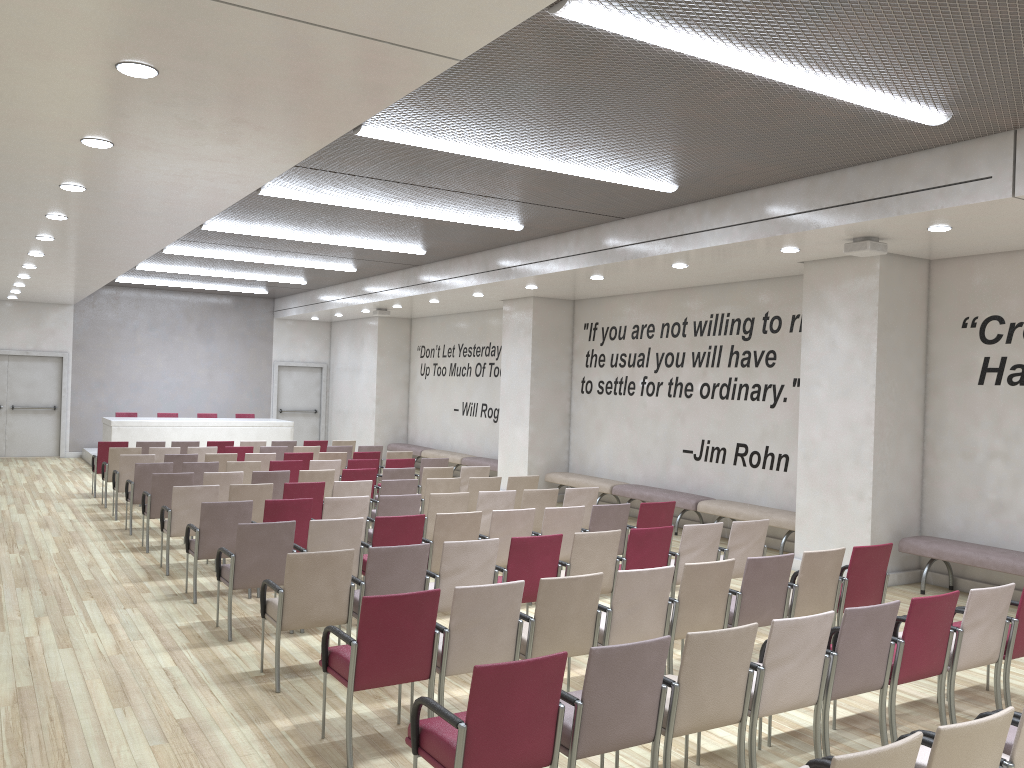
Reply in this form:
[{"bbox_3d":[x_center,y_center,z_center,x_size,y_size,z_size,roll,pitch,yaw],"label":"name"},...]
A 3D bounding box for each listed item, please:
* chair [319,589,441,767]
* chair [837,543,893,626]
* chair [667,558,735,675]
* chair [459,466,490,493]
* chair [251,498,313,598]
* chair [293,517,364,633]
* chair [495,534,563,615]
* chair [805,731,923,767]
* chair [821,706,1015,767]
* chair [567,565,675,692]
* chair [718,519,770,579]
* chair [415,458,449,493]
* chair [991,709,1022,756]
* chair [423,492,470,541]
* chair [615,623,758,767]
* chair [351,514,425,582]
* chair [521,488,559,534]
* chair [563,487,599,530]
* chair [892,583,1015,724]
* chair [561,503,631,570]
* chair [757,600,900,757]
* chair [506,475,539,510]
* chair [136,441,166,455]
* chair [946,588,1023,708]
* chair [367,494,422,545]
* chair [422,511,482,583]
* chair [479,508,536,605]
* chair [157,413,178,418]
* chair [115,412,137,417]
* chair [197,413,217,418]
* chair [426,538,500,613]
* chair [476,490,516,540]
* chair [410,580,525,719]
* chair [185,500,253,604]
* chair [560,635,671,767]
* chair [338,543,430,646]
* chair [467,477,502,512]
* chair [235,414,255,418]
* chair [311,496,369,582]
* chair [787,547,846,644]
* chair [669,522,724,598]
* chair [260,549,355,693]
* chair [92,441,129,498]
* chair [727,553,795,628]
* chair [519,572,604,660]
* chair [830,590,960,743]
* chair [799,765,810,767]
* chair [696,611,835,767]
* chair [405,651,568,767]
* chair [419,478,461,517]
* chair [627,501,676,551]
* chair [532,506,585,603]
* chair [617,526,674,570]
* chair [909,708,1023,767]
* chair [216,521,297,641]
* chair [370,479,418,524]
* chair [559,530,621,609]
[{"bbox_3d":[-0.739,1.528,4.878,0.513,0.890,0.640,2,0,-32],"label":"chair"},{"bbox_3d":[2.539,1.639,6.870,0.513,0.890,0.640,2,0,-31],"label":"chair"},{"bbox_3d":[1.124,1.591,6.014,0.513,0.890,0.640,2,0,-32],"label":"chair"},{"bbox_3d":[-0.649,1.542,12.129,0.513,0.890,0.640,2,0,-32],"label":"chair"},{"bbox_3d":[-2.192,1.486,8.322,0.513,0.890,0.640,2,0,-32],"label":"chair"},{"bbox_3d":[-1.544,1.505,7.262,0.513,0.890,0.640,2,0,-31],"label":"chair"},{"bbox_3d":[0.028,1.556,6.787,0.513,0.890,0.640,2,0,-30],"label":"chair"},{"bbox_3d":[1.002,1.583,3.063,0.513,0.890,0.640,2,0,-32],"label":"chair"},{"bbox_3d":[1.460,1.598,3.339,0.513,0.890,0.640,2,0,-31],"label":"chair"},{"bbox_3d":[0.673,1.576,5.727,0.513,0.890,0.640,2,0,-30],"label":"chair"},{"bbox_3d":[1.908,1.620,7.926,0.513,0.890,0.640,2,0,-32],"label":"chair"},{"bbox_3d":[-1.284,1.523,13.184,0.513,0.890,0.640,2,0,-32],"label":"chair"},{"bbox_3d":[2.406,1.630,3.905,0.513,0.890,0.640,2,0,-32],"label":"chair"},{"bbox_3d":[-0.787,1.533,9.163,0.513,0.890,0.640,2,0,-31],"label":"chair"},{"bbox_3d":[0.829,1.579,4.396,0.513,0.890,0.640,2,0,-30],"label":"chair"},{"bbox_3d":[-1.078,1.521,7.541,0.513,0.890,0.640,2,0,-31],"label":"chair"},{"bbox_3d":[0.153,1.565,9.746,0.513,0.890,0.640,2,0,-31],"label":"chair"},{"bbox_3d":[0.618,1.580,10.023,0.513,0.890,0.640,2,0,-31],"label":"chair"},{"bbox_3d":[2.706,1.642,5.529,0.513,0.890,0.640,2,0,-31],"label":"chair"},{"bbox_3d":[0.791,1.584,8.697,0.513,0.890,0.640,2,0,-31],"label":"chair"},{"bbox_3d":[1.760,1.610,4.965,0.513,0.890,0.640,2,0,-31],"label":"chair"},{"bbox_3d":[-0.017,1.561,11.085,0.513,0.890,0.640,2,0,-32],"label":"chair"},{"bbox_3d":[-6.014,1.370,14.623,0.513,0.890,0.640,2,0,-31],"label":"chair"},{"bbox_3d":[3.188,1.658,5.817,0.513,0.890,0.640,2,0,-32],"label":"chair"},{"bbox_3d":[-1.247,1.517,8.880,0.513,0.890,0.640,2,0,-31],"label":"chair"},{"bbox_3d":[-0.614,1.537,7.831,0.513,0.890,0.640,2,0,-32],"label":"chair"},{"bbox_3d":[-0.141,1.553,8.131,0.513,0.890,0.640,2,0,-31],"label":"chair"},{"bbox_3d":[-7.585,1.099,19.652,0.513,0.890,0.640,2,0,-32],"label":"chair"},{"bbox_3d":[-8.319,1.074,19.207,0.513,0.890,0.640,2,0,-32],"label":"chair"},{"bbox_3d":[-6.852,1.123,20.097,0.513,0.890,0.640,2,0,-32],"label":"chair"},{"bbox_3d":[-0.445,1.540,6.509,0.513,0.890,0.640,2,0,-31],"label":"chair"},{"bbox_3d":[-0.307,1.549,9.465,0.513,0.890,0.640,2,0,-30],"label":"chair"},{"bbox_3d":[-0.283,1.544,5.158,0.513,0.890,0.640,2,0,-31],"label":"chair"},{"bbox_3d":[-2.659,1.470,8.036,0.513,0.890,0.640,2,0,-31],"label":"chair"},{"bbox_3d":[0.359,1.563,4.120,0.513,0.890,0.640,2,0,-31],"label":"chair"},{"bbox_3d":[-0.917,1.524,6.218,0.513,0.890,0.640,2,0,-31],"label":"chair"},{"bbox_3d":[-0.479,1.545,10.786,0.513,0.890,0.640,2,0,-32],"label":"chair"},{"bbox_3d":[-6.119,1.148,20.542,0.513,0.890,0.640,2,0,-32],"label":"chair"},{"bbox_3d":[-1.719,1.502,8.613,0.513,0.890,0.640,2,0,-31],"label":"chair"},{"bbox_3d":[2.075,1.623,6.595,0.513,0.890,0.640,2,0,-32],"label":"chair"},{"bbox_3d":[1.435,1.604,7.644,0.513,0.890,0.640,2,0,-32],"label":"chair"},{"bbox_3d":[-1.380,1.509,5.930,0.513,0.890,0.640,2,0,-30],"label":"chair"},{"bbox_3d":[-6.493,1.353,14.331,0.513,0.890,0.640,2,0,-31],"label":"chair"},{"bbox_3d":[1.608,1.607,6.296,0.513,0.890,0.640,2,0,-31],"label":"chair"},{"bbox_3d":[0.194,1.560,5.443,0.513,0.890,0.640,2,0,-31],"label":"chair"},{"bbox_3d":[2.230,1.626,5.254,0.513,0.890,0.640,2,0,-32],"label":"chair"},{"bbox_3d":[0.530,1.567,2.771,0.513,0.890,0.640,2,0,-31],"label":"chair"},{"bbox_3d":[1.299,1.595,4.681,0.513,0.890,0.640,2,0,-31],"label":"chair"},{"bbox_3d":[-0.124,1.547,3.827,0.513,0.890,0.640,2,0,-32],"label":"chair"},{"bbox_3d":[-0.953,1.530,10.516,0.513,0.890,0.640,2,0,-32],"label":"chair"},{"bbox_3d":[1.278,1.600,8.972,0.513,0.890,0.640,2,0,-31],"label":"chair"},{"bbox_3d":[0.326,1.568,8.402,0.513,0.890,0.640,2,0,-31],"label":"chair"},{"bbox_3d":[0.960,1.588,7.355,0.513,0.890,0.640,2,0,-32],"label":"chair"},{"bbox_3d":[1.928,1.614,3.625,0.513,0.890,0.640,2,0,-30],"label":"chair"},{"bbox_3d":[-2.026,1.489,6.986,0.513,0.890,0.640,2,0,-32],"label":"chair"},{"bbox_3d":[-1.417,1.514,10.221,0.513,0.890,0.640,2,0,-31],"label":"chair"},{"bbox_3d":[0.500,1.572,7.068,0.513,0.890,0.640,2,0,-31],"label":"chair"}]
